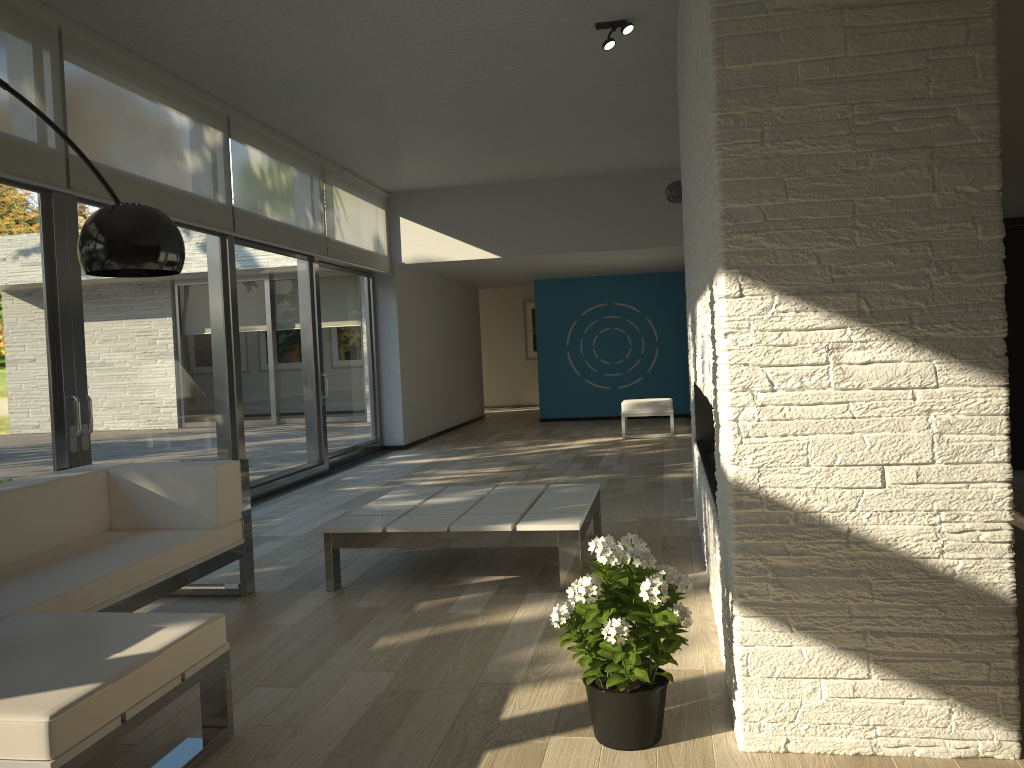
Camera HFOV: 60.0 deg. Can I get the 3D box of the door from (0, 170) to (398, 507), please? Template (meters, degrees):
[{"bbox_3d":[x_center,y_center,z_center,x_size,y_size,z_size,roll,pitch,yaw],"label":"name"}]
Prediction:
[{"bbox_3d":[-1.253,-0.097,6.521,19.438,2.373,22.958,-2,2,10],"label":"door"}]

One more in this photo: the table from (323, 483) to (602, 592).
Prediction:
[{"bbox_3d":[-0.185,0.784,4.708,1.220,0.305,1.221,-2,2,10],"label":"table"}]

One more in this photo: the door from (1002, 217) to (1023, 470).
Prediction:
[{"bbox_3d":[4.001,-0.310,6.843,0.920,1.947,0.108,-2,1,10],"label":"door"}]

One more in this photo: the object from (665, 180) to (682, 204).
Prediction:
[{"bbox_3d":[1.500,-1.687,7.770,0.315,0.203,0.201,-2,2,10],"label":"object"}]

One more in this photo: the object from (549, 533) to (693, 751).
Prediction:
[{"bbox_3d":[0.322,0.713,2.497,0.405,0.571,0.431,-2,2,32],"label":"object"}]

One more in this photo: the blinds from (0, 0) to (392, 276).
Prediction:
[{"bbox_3d":[-2.443,-1.524,4.809,0.056,0.983,11.534,-2,2,10],"label":"blinds"}]

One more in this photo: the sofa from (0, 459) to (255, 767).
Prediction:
[{"bbox_3d":[-1.539,0.731,3.094,1.545,0.654,2.405,-2,2,10],"label":"sofa"}]

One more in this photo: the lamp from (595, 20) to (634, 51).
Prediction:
[{"bbox_3d":[0.622,-2.103,5.346,0.234,0.153,0.135,-2,2,10],"label":"lamp"}]

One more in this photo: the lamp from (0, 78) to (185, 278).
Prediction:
[{"bbox_3d":[-1.643,0.079,2.084,1.754,2.023,0.282,-4,2,-37],"label":"lamp"}]

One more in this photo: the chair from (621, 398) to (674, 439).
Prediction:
[{"bbox_3d":[1.662,0.416,10.836,0.611,0.442,0.610,-2,2,10],"label":"chair"}]

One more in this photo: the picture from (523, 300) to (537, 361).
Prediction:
[{"bbox_3d":[0.916,-1.086,17.477,1.378,1.190,0.017,-2,1,10],"label":"picture"}]
